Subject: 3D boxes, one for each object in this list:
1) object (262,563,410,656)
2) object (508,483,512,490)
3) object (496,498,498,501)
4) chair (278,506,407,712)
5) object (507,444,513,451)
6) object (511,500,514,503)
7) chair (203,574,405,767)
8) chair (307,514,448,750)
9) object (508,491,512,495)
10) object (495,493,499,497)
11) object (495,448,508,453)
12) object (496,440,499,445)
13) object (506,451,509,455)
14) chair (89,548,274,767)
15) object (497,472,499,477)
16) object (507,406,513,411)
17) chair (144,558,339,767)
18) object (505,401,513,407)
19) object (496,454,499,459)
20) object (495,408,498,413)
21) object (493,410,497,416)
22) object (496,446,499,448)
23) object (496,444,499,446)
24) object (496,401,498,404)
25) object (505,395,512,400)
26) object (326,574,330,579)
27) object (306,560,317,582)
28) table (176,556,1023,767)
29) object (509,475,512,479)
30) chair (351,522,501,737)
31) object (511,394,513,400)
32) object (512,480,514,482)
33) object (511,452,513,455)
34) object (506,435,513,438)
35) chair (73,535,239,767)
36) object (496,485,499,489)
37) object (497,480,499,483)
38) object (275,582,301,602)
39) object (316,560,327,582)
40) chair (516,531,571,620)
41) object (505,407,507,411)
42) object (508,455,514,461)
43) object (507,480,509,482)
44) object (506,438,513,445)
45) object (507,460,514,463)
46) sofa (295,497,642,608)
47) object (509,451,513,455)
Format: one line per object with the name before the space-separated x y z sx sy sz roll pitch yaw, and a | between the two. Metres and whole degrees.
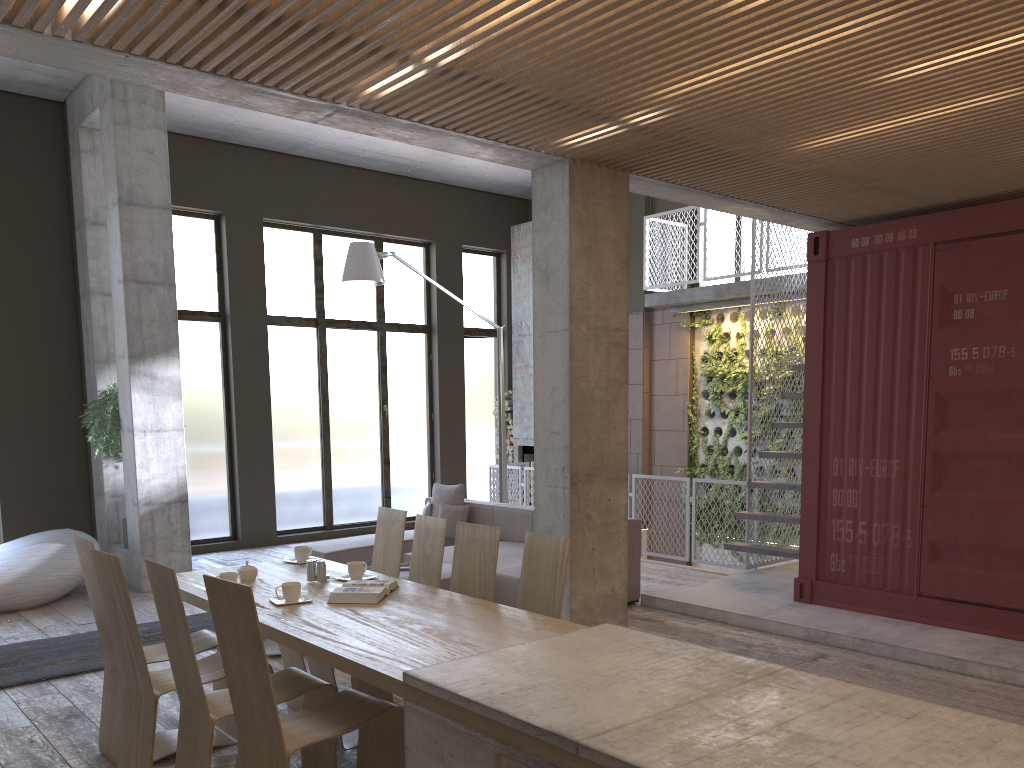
object | -1.409 1.747 6.967 1.593 0.509 1.037 0 0 -22
object | 0.048 1.628 14.038 0.292 0.108 0.098 0 2 -41
object | -0.056 1.890 14.319 0.435 0.093 0.091 0 2 -39
chair | -1.026 1.378 5.344 0.718 1.211 0.346 -4 7 -36
object | 0.112 1.007 13.992 0.435 0.094 0.092 0 2 -39
object | 0.091 1.885 13.962 0.291 0.104 0.100 0 2 -41
chair | -0.799 1.328 3.560 0.347 1.211 0.716 5 8 44
chair | -0.747 1.363 4.920 0.718 1.211 0.345 -4 7 -35
object | 0.121 1.728 14.080 0.435 0.094 0.092 0 2 -39
object | -0.081 1.786 14.180 0.421 0.073 0.071 0 2 -39
object | -0.090 1.065 14.092 0.421 0.073 0.071 0 2 -39
object | -0.054 0.937 14.140 0.453 0.090 0.090 0 2 -38
object | 0.084 1.088 14.026 0.421 0.068 0.067 0 2 -39
chair | -1.561 1.355 4.237 0.716 1.211 0.346 -5 8 -44
object | -0.056 1.452 14.273 0.434 0.109 0.079 0 3 -40
object | 0.108 0.387 13.852 0.421 0.068 0.066 0 1 -41
chair | -1.172 1.341 3.905 0.717 1.211 0.346 -5 7 -40
object | 0.076 0.309 13.870 0.435 0.094 0.093 0 1 -41
object | -0.064 1.169 14.231 0.435 0.093 0.091 0 2 -39
object | -0.062 0.430 14.031 0.453 0.090 0.090 0 1 -41
object | -0.115 0.457 14.103 0.435 0.093 0.091 0 2 -41
object | -0.084 1.027 14.190 0.362 0.068 0.121 0 0 -41
object | -0.070 0.958 14.207 0.421 0.072 0.067 0 2 -39
object | -0.052 0.302 13.994 0.433 0.081 0.112 0 0 -41
object | -0.056 0.232 13.921 0.290 0.104 0.103 0 2 -41
object | -1.023 1.057 4.802 0.050 0.019 0.050 -1 0 33
object | -1.085 1.010 4.746 0.052 0.113 0.052 0 5 5
table | 0.018 1.451 3.367 1.006 0.933 5.169 -3 0 -40
object | 0.168 1.473 13.977 0.477 0.085 0.093 0 1 -39
chair | -0.432 1.349 4.525 0.717 1.211 0.346 -5 8 -43
object | 0.120 0.211 13.919 0.293 0.109 0.099 0 2 -39
object | 0.156 1.584 13.954 0.362 0.127 0.063 0 4 -38
object | 0.086 1.087 13.859 0.249 0.048 0.062 0 1 -41
object | 0.058 0.831 13.964 0.331 0.057 0.088 0 0 -39
chair | -1.851 1.369 4.653 0.717 1.211 0.346 -5 7 -40
object | -0.046 1.659 14.228 0.453 0.090 0.090 0 2 -38
object | -0.022 1.576 14.148 0.477 0.085 0.093 0 1 -41
object | -1.082 1.018 4.273 0.093 0.089 0.116 0 2 24
object | -1.028 1.010 4.732 0.052 0.111 0.052 0 5 5
chair | -0.110 1.335 4.137 0.718 1.211 0.345 -4 7 -35
object | 0.056 0.390 13.914 0.421 0.067 0.067 0 1 -41
object | 0.083 1.163 13.874 0.291 0.104 0.100 0 2 -41
object | 0.067 1.553 14.052 0.331 0.057 0.088 0 0 -39
object | 0.039 0.907 13.950 0.292 0.108 0.098 0 2 -41
object | 0.100 1.213 14.001 0.362 0.068 0.121 0 0 -39
sofa | -0.921 1.637 8.180 2.998 0.794 2.986 0 -1 -40
object | 0.136 1.084 13.965 0.421 0.068 0.067 0 2 -39
